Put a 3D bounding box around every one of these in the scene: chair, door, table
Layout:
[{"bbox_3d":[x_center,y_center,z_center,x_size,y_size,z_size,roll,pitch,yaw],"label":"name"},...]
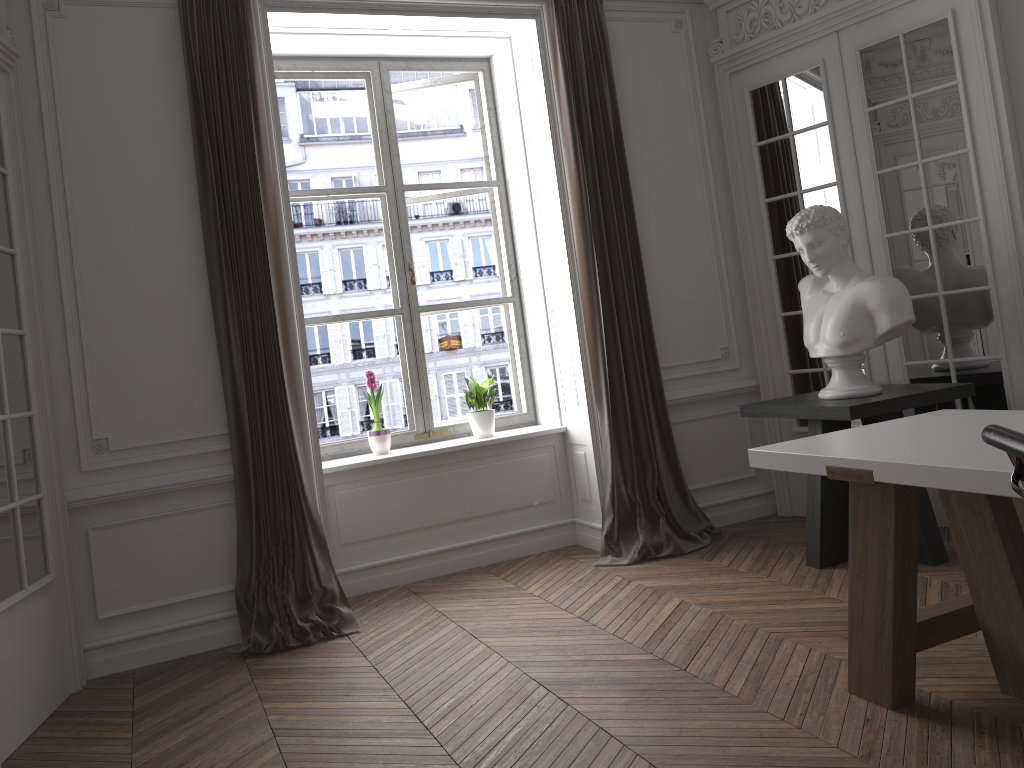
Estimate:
[{"bbox_3d":[1.169,0.517,1.345,0.667,0.926,0.693,-8,-1,3],"label":"chair"},{"bbox_3d":[-1.932,-0.047,3.035,0.086,2.745,1.559,-7,-1,-7],"label":"door"},{"bbox_3d":[1.905,-0.616,4.680,0.086,2.745,1.554,-6,-2,-38],"label":"door"},{"bbox_3d":[1.687,0.422,4.238,0.770,0.752,0.764,-7,0,-23],"label":"table"},{"bbox_3d":[1.737,0.508,1.872,0.903,0.751,2.610,-8,2,-23],"label":"table"}]

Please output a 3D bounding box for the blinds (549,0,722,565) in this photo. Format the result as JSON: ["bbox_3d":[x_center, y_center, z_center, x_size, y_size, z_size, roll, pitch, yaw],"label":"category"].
[{"bbox_3d":[0.592,-0.653,4.792,0.780,3.112,0.340,-6,-3,-29],"label":"blinds"}]

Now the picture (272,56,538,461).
[{"bbox_3d":[0.828,-1.201,1.897,13.261,4.819,13.163,-8,2,-30],"label":"picture"}]

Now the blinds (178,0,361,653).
[{"bbox_3d":[-1.190,-0.390,4.068,0.582,3.113,0.308,-7,-2,-18],"label":"blinds"}]

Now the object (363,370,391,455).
[{"bbox_3d":[-0.759,0.156,4.951,0.129,0.477,0.129,-9,-2,27],"label":"object"}]

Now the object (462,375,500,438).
[{"bbox_3d":[-0.177,0.124,5.153,0.216,0.370,0.282,-6,-1,-44],"label":"object"}]

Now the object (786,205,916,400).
[{"bbox_3d":[1.560,-0.403,4.209,0.394,0.927,0.630,-7,-1,-23],"label":"object"}]
